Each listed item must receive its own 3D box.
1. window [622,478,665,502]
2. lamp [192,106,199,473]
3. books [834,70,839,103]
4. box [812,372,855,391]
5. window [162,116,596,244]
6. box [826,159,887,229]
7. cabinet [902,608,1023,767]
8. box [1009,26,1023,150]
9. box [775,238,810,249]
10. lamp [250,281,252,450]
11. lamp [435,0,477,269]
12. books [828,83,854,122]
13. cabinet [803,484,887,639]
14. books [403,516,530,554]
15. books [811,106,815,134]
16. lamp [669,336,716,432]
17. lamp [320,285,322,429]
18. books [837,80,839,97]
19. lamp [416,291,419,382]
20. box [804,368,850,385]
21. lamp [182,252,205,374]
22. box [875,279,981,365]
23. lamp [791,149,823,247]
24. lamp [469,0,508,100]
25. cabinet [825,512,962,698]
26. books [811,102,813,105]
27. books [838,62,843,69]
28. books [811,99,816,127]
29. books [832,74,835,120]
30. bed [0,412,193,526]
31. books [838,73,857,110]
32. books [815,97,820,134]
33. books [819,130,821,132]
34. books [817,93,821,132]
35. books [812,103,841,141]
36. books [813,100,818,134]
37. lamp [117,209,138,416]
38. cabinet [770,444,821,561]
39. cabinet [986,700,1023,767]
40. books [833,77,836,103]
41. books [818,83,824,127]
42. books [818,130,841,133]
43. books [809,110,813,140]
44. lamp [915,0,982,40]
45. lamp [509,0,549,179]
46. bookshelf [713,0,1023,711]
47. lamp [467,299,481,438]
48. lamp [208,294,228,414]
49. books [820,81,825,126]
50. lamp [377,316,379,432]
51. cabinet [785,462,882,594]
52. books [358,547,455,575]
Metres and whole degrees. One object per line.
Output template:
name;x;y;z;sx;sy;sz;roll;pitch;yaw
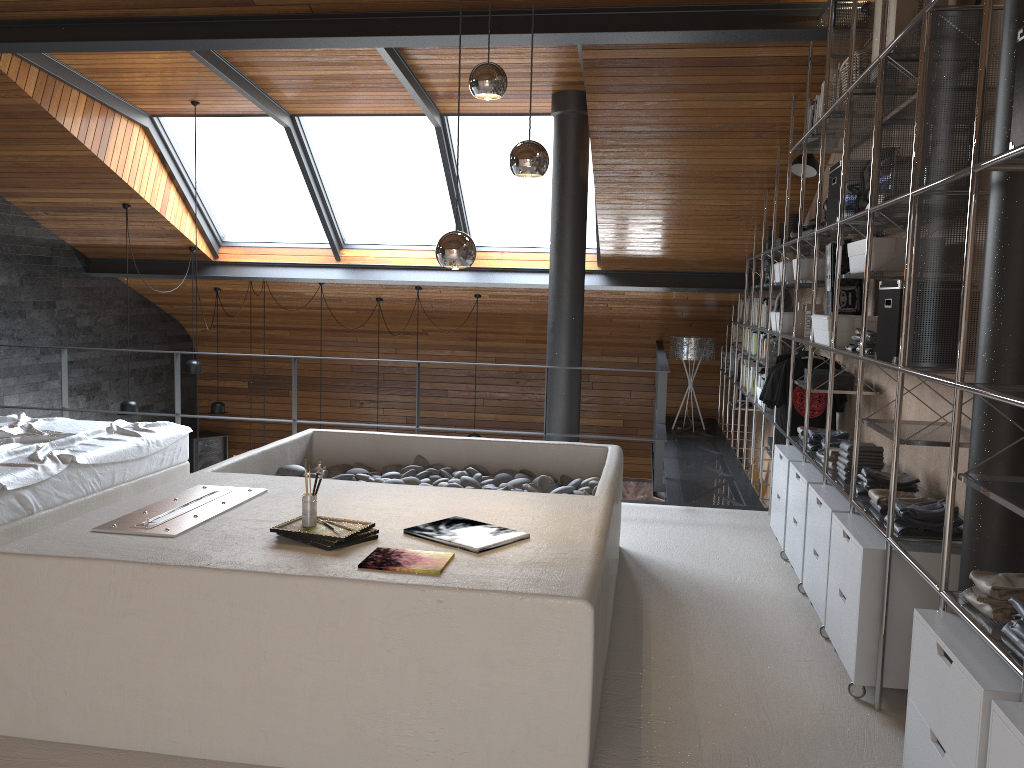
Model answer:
window;-0.700;1.717;11.638;5.936;1.521;0.101;2;6;9
lamp;-2.666;-0.715;7.498;0.210;3.208;0.210;5;7;31
books;1.717;-1.487;4.527;0.129;0.231;0.010;2;6;9
box;1.725;-0.015;4.758;0.208;0.079;0.207;4;6;21
window;-1.149;-1.880;8.172;3.818;1.031;1.213;2;6;9
box;1.682;-0.909;4.264;0.266;0.295;0.289;2;6;9
cabinet;1.281;0.935;2.199;0.435;0.561;0.527;2;6;9
box;1.327;-0.691;1.998;0.266;0.295;0.289;2;6;9
box;2.015;-1.003;6.374;0.208;0.079;0.207;2;6;6
lamp;-2.763;-0.128;9.384;0.210;2.036;0.210;-4;8;-44
lamp;-0.177;-1.288;3.064;0.146;1.771;0.146;5;7;34
books;1.751;-1.484;4.676;0.143;0.199;0.054;2;6;9
cabinet;1.543;0.776;3.854;0.435;0.561;0.527;2;6;9
books;-0.155;0.507;3.010;0.347;0.019;0.260;6;7;40
books;1.792;-1.514;5.123;0.111;0.171;0.056;2;6;9
lamp;1.920;-0.005;9.530;0.475;1.002;0.475;5;7;32
lamp;-2.036;-0.039;9.445;0.210;2.034;0.210;-4;8;-44
books;1.723;-1.460;4.516;0.131;0.181;0.014;2;6;9
lamp;-1.004;-0.065;9.368;0.210;1.911;0.210;-4;8;-44
box;1.770;-0.037;4.987;0.208;0.079;0.207;2;6;7
lamp;-3.165;-0.713;8.796;0.210;1.206;0.210;-4;8;-44
box;1.491;-0.223;3.200;0.266;0.295;0.289;2;6;9
lamp;1.958;-1.247;5.876;0.322;0.660;0.233;-1;6;-28
lamp;-0.075;-1.669;3.269;0.146;1.204;0.146;6;7;39
cabinet;1.454;0.829;3.305;0.435;0.561;0.527;2;6;9
books;1.848;-1.561;5.294;0.143;0.233;0.081;2;6;8
books;1.738;-1.506;4.538;0.143;0.268;0.020;2;6;9
books;1.829;-1.541;5.160;0.161;0.220;0.074;2;6;9
books;1.752;-1.497;4.626;0.148;0.234;0.013;2;6;9
bed;-2.877;0.452;4.206;2.011;0.484;1.826;2;6;9
books;1.723;-1.469;4.498;0.129;0.203;0.021;2;6;9
books;1.798;-1.521;5.028;0.131;0.202;0.068;2;6;9
books;1.788;-1.513;4.956;0.123;0.201;0.071;2;6;9
books;1.791;-1.523;4.984;0.133;0.215;0.070;2;6;9
books;1.852;-1.545;5.227;0.177;0.214;0.064;2;6;9
books;1.800;-1.519;5.059;0.138;0.189;0.065;2;6;9
lamp;-3.469;-0.648;8.009;0.210;1.853;0.210;-4;8;-44
cabinet;1.714;0.669;4.966;0.435;0.561;0.527;2;6;9
cabinet;1.193;0.989;1.638;0.435;0.561;0.527;2;6;9
books;1.733;-1.478;4.571;0.148;0.206;0.018;2;6;9
books;1.760;-1.523;4.850;0.148;0.229;0.073;2;6;9
books;1.792;-1.510;4.974;0.126;0.194;0.064;2;6;9
books;1.815;-1.521;5.207;0.119;0.169;0.058;2;6;9
lamp;1.532;-1.561;3.078;0.233;0.660;0.322;0;6;-18
lamp;0.079;-1.476;3.135;0.146;1.474;0.146;6;7;39
bookshelf;1.768;0.582;4.946;0.421;6.218;10.740;2;6;9
lamp;-0.385;-0.121;9.426;0.210;1.565;0.210;-4;8;-44
lamp;-3.276;-0.356;9.871;0.210;1.369;0.210;-4;8;-44
books;1.754;-1.519;4.804;0.148;0.229;0.073;2;6;9
lamp;-1.475;-0.073;9.772;0.210;2.002;0.210;-4;8;-44
cabinet;1.632;0.722;4.417;0.435;0.561;0.527;2;6;9
books;-0.317;0.536;2.690;0.251;0.013;0.188;2;6;9
